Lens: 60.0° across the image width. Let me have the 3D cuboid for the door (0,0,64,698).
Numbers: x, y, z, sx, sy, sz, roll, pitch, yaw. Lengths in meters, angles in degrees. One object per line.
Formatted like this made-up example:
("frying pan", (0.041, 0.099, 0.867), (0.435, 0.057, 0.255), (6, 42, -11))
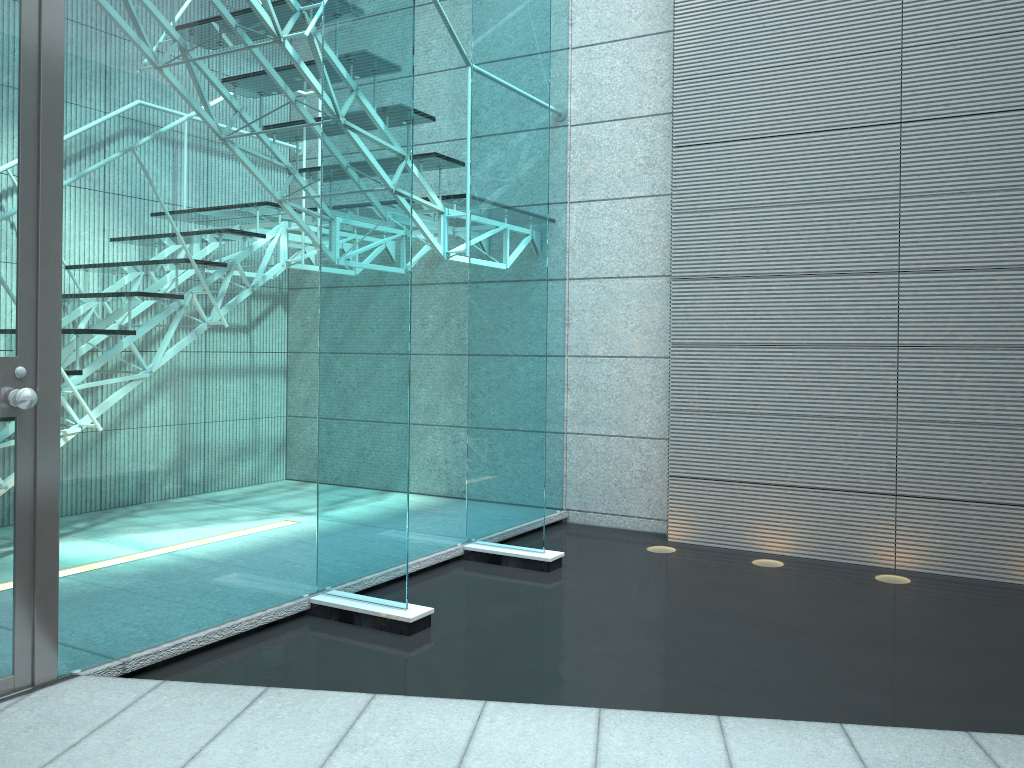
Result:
("door", (-1.322, -0.283, 1.816), (0.076, 2.064, 0.865), (1, 0, 30))
